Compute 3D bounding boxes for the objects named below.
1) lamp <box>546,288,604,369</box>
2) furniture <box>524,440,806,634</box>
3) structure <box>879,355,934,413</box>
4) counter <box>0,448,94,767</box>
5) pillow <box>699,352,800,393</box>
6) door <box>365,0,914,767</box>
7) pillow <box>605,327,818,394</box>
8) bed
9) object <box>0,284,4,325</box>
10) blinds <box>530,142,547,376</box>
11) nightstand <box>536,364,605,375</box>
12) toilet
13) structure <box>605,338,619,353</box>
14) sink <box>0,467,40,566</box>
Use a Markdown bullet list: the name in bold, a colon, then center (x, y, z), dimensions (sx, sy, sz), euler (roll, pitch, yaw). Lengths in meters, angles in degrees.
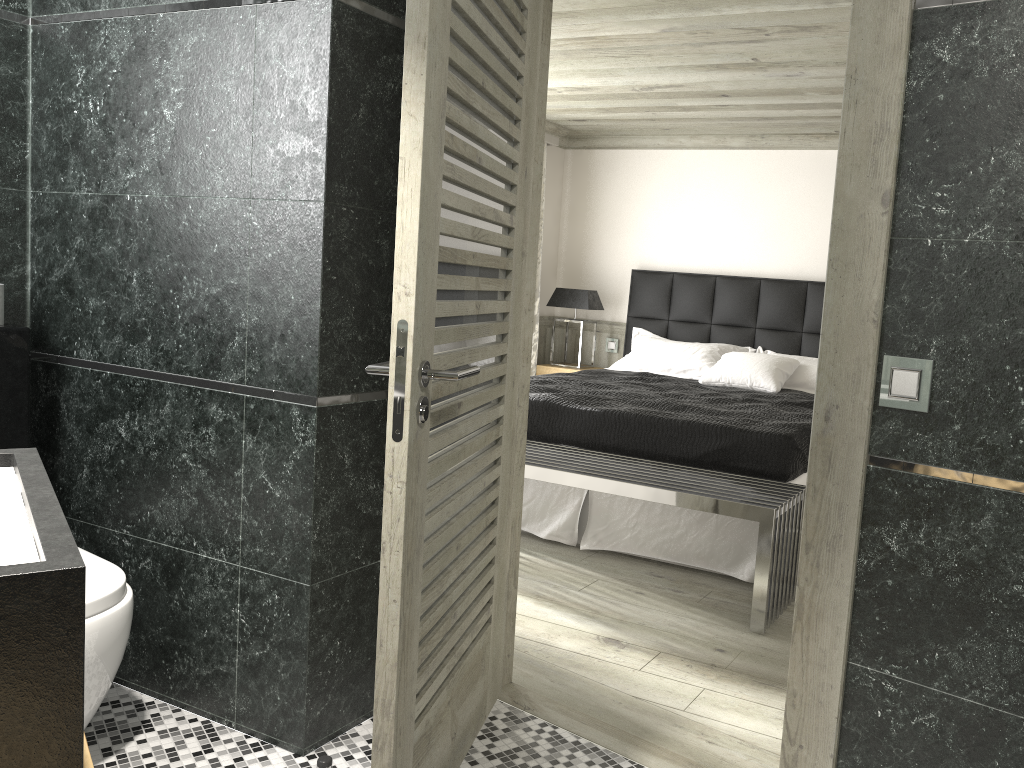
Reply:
- **lamp**: center (0.553, -0.500, 7.793), dimensions (0.406, 0.691, 0.315), euler (7, 7, 28)
- **furniture**: center (0.506, 0.692, 4.429), dimensions (1.734, 0.558, 0.623), euler (8, 7, 27)
- **structure**: center (0.973, -0.001, 2.161), dimensions (0.115, 0.128, 0.018), euler (9, 8, 38)
- **counter**: center (-0.895, 0.734, 1.069), dimensions (0.690, 1.050, 1.234), euler (0, 8, -33)
- **pillow**: center (1.795, -0.099, 6.594), dimensions (0.603, 0.272, 0.500), euler (8, 8, 32)
- **door**: center (0.110, -0.074, 2.325), dimensions (1.393, 2.510, 1.126), euler (8, 8, 38)
- **pillow**: center (1.867, -0.165, 7.014), dimensions (2.191, 0.380, 0.679), euler (8, 7, 28)
- **bed**: center (1.225, 0.013, 6.046), dimensions (2.338, 1.620, 3.233), euler (8, 7, 29)
- **object**: center (-1.707, -0.258, 2.801), dimensions (0.133, 0.130, 0.124), euler (3, 6, -12)
- **blinds**: center (-0.007, -0.859, 7.397), dimensions (0.138, 2.800, 0.895), euler (7, 7, 33)
- **nightstand**: center (0.516, 0.203, 7.851), dimensions (0.445, 0.721, 0.459), euler (7, 7, 29)
- **toilet**: center (-1.520, 0.449, 2.511), dimensions (1.010, 1.173, 0.533), euler (8, 8, 36)
- **structure**: center (0.912, -0.353, 7.988), dimensions (0.116, 0.128, 0.018), euler (7, 7, 26)
- **sink**: center (-1.003, 0.165, 1.214), dimensions (0.581, 0.407, 0.673), euler (0, 8, -34)
